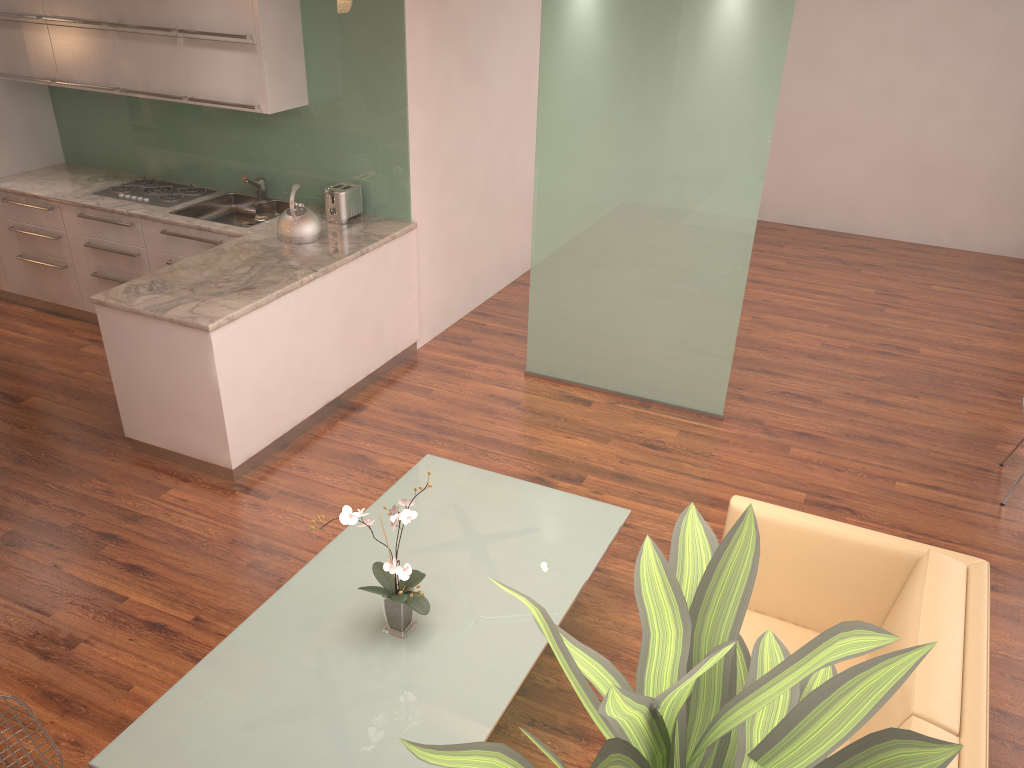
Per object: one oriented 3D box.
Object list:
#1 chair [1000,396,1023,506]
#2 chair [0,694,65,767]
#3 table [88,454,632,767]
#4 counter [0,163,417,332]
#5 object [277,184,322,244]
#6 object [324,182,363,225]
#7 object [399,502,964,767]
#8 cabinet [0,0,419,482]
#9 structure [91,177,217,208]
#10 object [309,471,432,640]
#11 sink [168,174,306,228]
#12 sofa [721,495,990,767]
[{"bbox_3d":[2.917,0.195,4.508,0.557,0.940,0.524,15,32,21],"label":"chair"},{"bbox_3d":[-1.596,1.122,2.474,0.548,0.940,0.533,-25,39,-38],"label":"chair"},{"bbox_3d":[-0.350,1.021,3.119,0.934,0.584,1.804,14,30,22],"label":"table"},{"bbox_3d":[-2.653,-1.298,4.583,3.048,1.408,3.102,14,30,21],"label":"counter"},{"bbox_3d":[-1.266,-1.013,5.215,0.258,0.318,0.255,25,37,35],"label":"object"},{"bbox_3d":[-1.070,-1.143,5.585,0.152,0.211,0.228,15,31,21],"label":"object"},{"bbox_3d":[0.248,1.208,1.079,1.065,2.196,0.939,23,36,32],"label":"object"},{"bbox_3d":[-2.931,-1.325,5.506,4.218,2.376,1.845,14,31,21],"label":"cabinet"},{"bbox_3d":[-2.444,-1.327,6.036,0.672,0.040,0.472,14,30,21],"label":"structure"},{"bbox_3d":[-0.394,0.530,2.759,0.369,0.615,0.286,11,31,16],"label":"object"},{"bbox_3d":[-1.785,-1.151,5.761,0.638,0.399,0.594,14,31,21],"label":"sink"},{"bbox_3d":[0.809,1.174,2.587,0.873,0.874,1.737,15,31,22],"label":"sofa"}]
